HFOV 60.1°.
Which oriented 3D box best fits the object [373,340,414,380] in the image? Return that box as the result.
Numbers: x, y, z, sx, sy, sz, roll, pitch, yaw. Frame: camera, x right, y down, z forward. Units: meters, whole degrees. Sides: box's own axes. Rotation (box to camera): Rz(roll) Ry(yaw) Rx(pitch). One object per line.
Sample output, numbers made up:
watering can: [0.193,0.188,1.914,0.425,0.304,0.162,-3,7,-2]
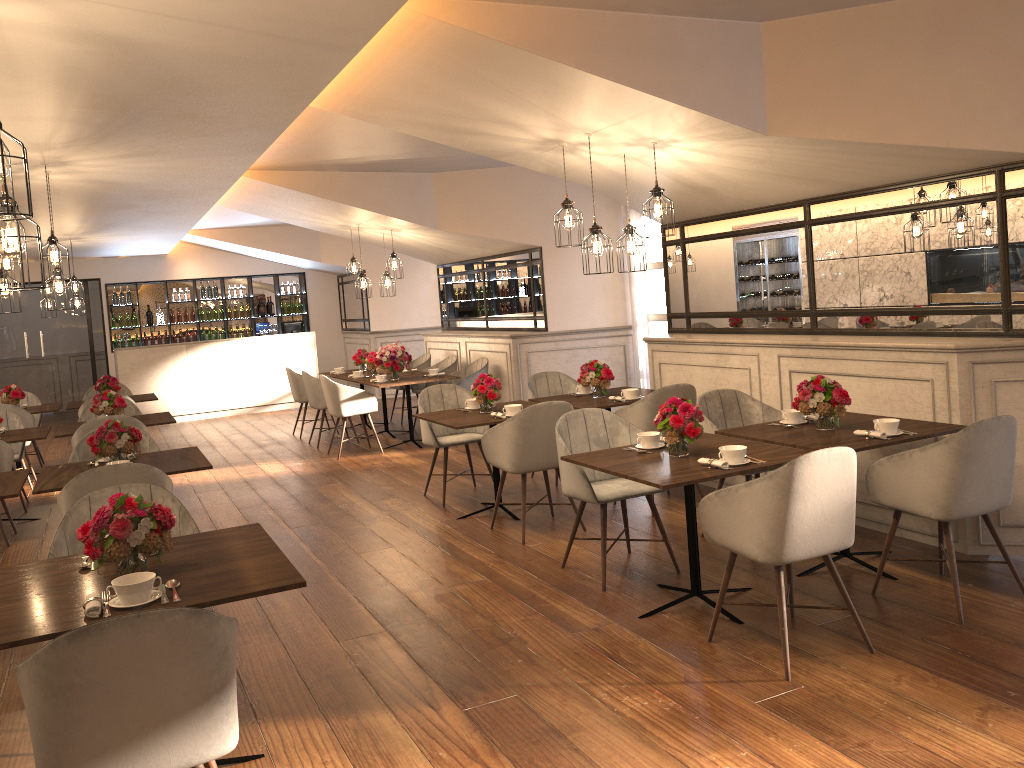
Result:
object: [-1.296,-0.260,9.662,0.421,0.424,0.405,-7,5,-36]

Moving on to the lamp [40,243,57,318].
lamp: [-5.895,-1.863,11.089,0.175,2.065,0.175,-5,3,-23]

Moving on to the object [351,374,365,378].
object: [-1.817,-0.093,10.397,0.193,0.024,0.025,-7,5,-25]

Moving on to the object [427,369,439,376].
object: [-0.865,-0.126,9.764,0.148,0.072,0.149,-3,5,18]

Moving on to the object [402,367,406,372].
object: [-1.259,-0.181,10.609,0.148,0.072,0.149,-3,5,18]

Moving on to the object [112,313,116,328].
object: [-6.630,-1.056,14.736,0.065,0.261,0.066,-2,4,44]

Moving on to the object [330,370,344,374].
object: [-2.219,-0.154,11.236,0.176,0.039,0.056,-7,5,-25]

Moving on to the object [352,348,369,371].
object: [-1.912,-0.317,11.270,0.234,0.300,0.306,-3,4,23]

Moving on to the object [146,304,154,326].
object: [-6.130,-1.166,14.973,0.104,0.358,0.104,-2,3,37]

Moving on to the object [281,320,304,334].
object: [-3.558,-0.863,14.419,0.130,0.328,0.410,-2,5,43]

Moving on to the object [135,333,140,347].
object: [-6.303,-0.732,14.891,0.065,0.261,0.066,-2,4,44]

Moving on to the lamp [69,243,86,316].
lamp: [-5.655,-1.907,11.340,0.175,2.065,0.175,-5,3,-23]

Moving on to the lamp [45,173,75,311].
lamp: [-3.265,-1.553,6.216,0.175,2.065,0.175,-5,3,-23]

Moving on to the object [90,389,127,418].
object: [-3.388,0.184,7.464,0.305,0.300,0.235,-4,4,8]

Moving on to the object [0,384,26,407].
object: [-5.270,0.134,9.366,0.305,0.300,0.235,-1,5,40]

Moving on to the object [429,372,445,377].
object: [-0.816,-0.102,9.661,0.176,0.039,0.056,-7,5,-25]

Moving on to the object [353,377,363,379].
object: [-1.734,-0.075,10.262,0.211,0.004,0.022,-7,6,-25]

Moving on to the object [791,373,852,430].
object: [1.632,0.086,4.647,0.305,0.300,0.235,-1,5,40]

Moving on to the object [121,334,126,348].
object: [-6.503,-0.708,14.798,0.065,0.261,0.066,-2,4,44]

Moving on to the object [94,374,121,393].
object: [-4.466,0.035,9.748,0.305,0.300,0.235,-3,4,23]

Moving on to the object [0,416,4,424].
object: [-4.258,0.287,7.090,0.305,0.300,0.235,-5,4,-3]

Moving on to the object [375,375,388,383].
object: [-1.400,-0.056,9.475,0.148,0.072,0.149,-3,5,18]

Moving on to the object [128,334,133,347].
object: [-6.403,-0.720,14.845,0.065,0.261,0.066,-2,4,44]

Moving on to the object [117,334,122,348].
object: [-5.838,-0.636,13.179,0.065,0.207,0.065,-6,3,-33]

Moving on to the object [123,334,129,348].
object: [-5.763,-0.646,13.219,0.065,0.207,0.145,-6,4,-33]

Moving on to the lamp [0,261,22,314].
lamp: [-3.506,-1.509,5.965,0.175,2.065,0.175,-5,3,-23]

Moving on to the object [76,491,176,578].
object: [-1.253,0.485,2.881,0.234,0.300,0.306,-1,5,43]

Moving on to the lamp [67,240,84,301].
lamp: [-5.531,-2.080,11.034,0.175,2.065,0.175,-5,3,-23]

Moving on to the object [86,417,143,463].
object: [-2.300,0.337,5.128,0.234,0.300,0.306,-1,5,43]

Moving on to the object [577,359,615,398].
object: [0.651,-0.053,6.751,0.305,0.300,0.235,-1,5,40]

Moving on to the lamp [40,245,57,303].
lamp: [-6.049,-2.075,11.379,0.175,2.065,0.175,-5,3,-23]

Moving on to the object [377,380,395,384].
object: [-1.332,-0.023,9.382,0.198,0.015,0.043,-8,6,-29]

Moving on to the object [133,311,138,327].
object: [-6.331,-1.093,14.876,0.065,0.261,0.066,-2,4,44]

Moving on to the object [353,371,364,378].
object: [-1.794,-0.111,10.320,0.148,0.072,0.149,-3,5,18]

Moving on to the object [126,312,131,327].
object: [-6.431,-1.080,14.829,0.065,0.261,0.066,-2,4,44]

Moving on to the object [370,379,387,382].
object: [-1.447,-0.046,9.579,0.176,0.039,0.056,-7,5,-25]

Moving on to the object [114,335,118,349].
object: [-6.603,-0.695,14.752,0.065,0.261,0.066,-2,4,44]

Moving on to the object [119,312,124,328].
object: [-6.530,-1.068,14.783,0.065,0.261,0.066,-2,4,44]

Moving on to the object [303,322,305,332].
object: [-3.790,-1.043,16.061,0.065,0.261,0.066,-2,4,44]

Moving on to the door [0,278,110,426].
door: [-7.692,-0.474,14.295,2.111,2.328,0.274,-6,3,-25]

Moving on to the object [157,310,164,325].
object: [-5.974,-1.145,15.039,0.108,0.281,0.108,-3,3,21]

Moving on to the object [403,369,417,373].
object: [-1.209,-0.158,10.506,0.176,0.039,0.056,-7,5,-25]

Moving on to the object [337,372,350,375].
object: [-2.105,-0.131,11.039,0.198,0.015,0.043,-8,6,-29]

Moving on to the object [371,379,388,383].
object: [-1.423,-0.038,9.552,0.193,0.024,0.025,-7,5,-25]

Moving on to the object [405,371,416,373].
object: [-1.232,-0.152,10.534,0.193,0.024,0.025,-7,5,-25]

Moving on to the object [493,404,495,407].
object: [-0.177,0.154,6.645,0.056,0.039,0.176,-7,6,-25]

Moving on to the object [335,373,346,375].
object: [-2.113,-0.128,11.074,0.211,0.004,0.022,-7,6,-25]

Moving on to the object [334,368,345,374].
object: [-2.172,-0.164,11.132,0.148,0.072,0.149,-3,5,18]

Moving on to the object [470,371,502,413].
object: [-0.191,0.053,6.346,0.234,0.300,0.306,-5,4,-5]

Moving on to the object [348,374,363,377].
object: [-1.841,-0.101,10.424,0.176,0.039,0.056,-7,5,-25]

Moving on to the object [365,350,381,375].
object: [-1.632,-0.257,10.500,0.234,0.300,0.306,-5,4,-5]

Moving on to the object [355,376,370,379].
object: [-1.726,-0.078,10.227,0.198,0.015,0.043,-8,6,-29]

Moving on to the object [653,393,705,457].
object: [0.789,0.192,4.242,0.234,0.300,0.306,-5,4,-5]
